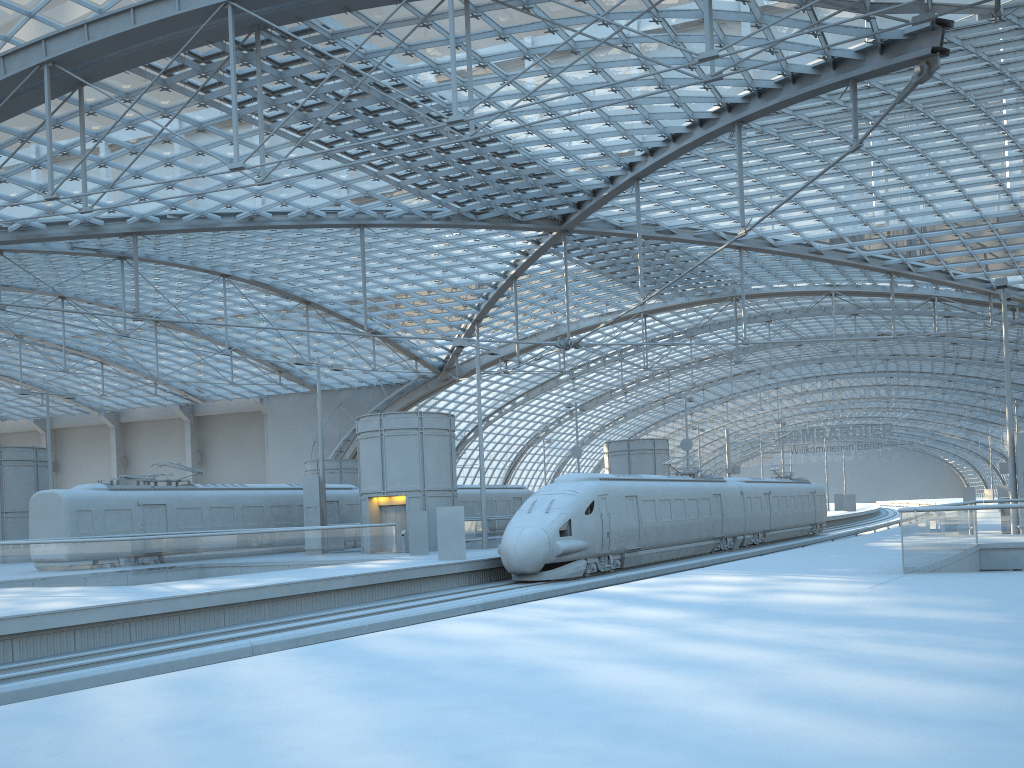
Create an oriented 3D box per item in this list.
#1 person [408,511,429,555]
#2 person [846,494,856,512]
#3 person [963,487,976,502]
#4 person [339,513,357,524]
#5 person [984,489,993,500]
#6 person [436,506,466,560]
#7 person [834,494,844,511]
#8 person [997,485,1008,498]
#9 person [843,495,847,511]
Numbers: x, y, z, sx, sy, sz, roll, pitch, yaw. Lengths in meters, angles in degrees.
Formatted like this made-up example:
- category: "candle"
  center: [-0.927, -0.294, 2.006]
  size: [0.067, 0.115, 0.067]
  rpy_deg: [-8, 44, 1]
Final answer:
- category: "person"
  center: [-3.350, 5.386, 31.602]
  size: [0.711, 1.610, 0.001]
  rpy_deg: [-3, -1, 10]
- category: "person"
  center: [32.700, 11.485, 84.640]
  size: [0.830, 1.730, 0.001]
  rpy_deg: [-4, -1, 31]
- category: "person"
  center: [31.890, 8.070, 61.176]
  size: [0.001, 1.797, 0.905]
  rpy_deg: [-2, -2, -34]
- category: "person"
  center: [-7.426, 6.746, 40.055]
  size: [0.827, 1.730, 0.001]
  rpy_deg: [-3, -1, 5]
- category: "person"
  center: [35.436, 8.600, 65.281]
  size: [0.001, 1.610, 0.811]
  rpy_deg: [-2, -2, -14]
- category: "person"
  center: [-1.869, 4.655, 27.312]
  size: [0.876, 1.704, 0.001]
  rpy_deg: [-3, -1, 5]
- category: "person"
  center: [34.393, 12.501, 92.701]
  size: [0.903, 1.797, 0.001]
  rpy_deg: [-4, -1, 26]
- category: "person"
  center: [32.811, 7.680, 58.786]
  size: [0.068, 1.806, 0.786]
  rpy_deg: [-2, -2, -27]
- category: "person"
  center: [33.720, 11.939, 88.176]
  size: [0.878, 1.704, 0.001]
  rpy_deg: [-4, -1, 31]
